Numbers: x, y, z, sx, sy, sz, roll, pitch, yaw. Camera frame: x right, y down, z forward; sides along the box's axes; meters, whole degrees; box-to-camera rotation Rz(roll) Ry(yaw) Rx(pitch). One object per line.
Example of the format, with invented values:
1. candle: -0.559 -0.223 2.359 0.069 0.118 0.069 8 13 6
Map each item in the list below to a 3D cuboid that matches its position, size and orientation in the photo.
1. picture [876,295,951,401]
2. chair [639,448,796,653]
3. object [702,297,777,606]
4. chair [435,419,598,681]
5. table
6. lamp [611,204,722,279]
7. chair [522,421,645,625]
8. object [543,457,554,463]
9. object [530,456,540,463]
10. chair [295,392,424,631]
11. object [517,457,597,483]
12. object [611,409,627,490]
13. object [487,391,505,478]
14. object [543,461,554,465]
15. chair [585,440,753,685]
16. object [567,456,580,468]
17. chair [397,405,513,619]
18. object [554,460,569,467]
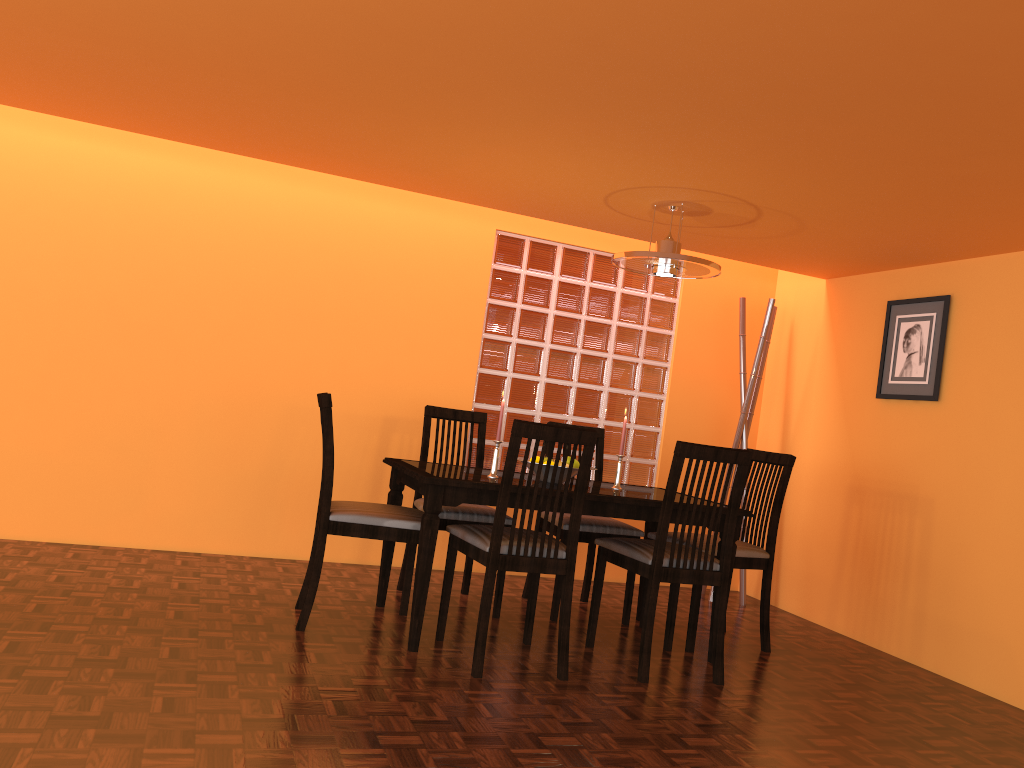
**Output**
1. picture: 1.774 -0.156 3.934 0.014 0.456 0.361 8 -2 -19
2. chair: 0.853 0.658 3.648 0.465 0.809 0.373 8 -2 -24
3. object: 1.201 0.343 4.605 0.226 1.589 0.308 8 -2 3
4. chair: 0.018 0.525 2.963 0.373 0.809 0.465 8 -2 -19
5. table: 0.153 0.669 3.385 1.259 0.584 0.697 8 -2 -19
6. lamp: 0.625 -0.569 3.528 0.435 0.274 0.435 8 -2 3
7. chair: 0.310 0.591 3.875 0.373 0.809 0.465 8 -2 -19
8. object: 0.121 0.319 3.414 0.087 0.076 0.089 8 -2 -13
9. object: 0.092 0.293 3.327 0.055 0.046 0.046 9 -2 -36
10. chair: -0.519 0.459 3.180 0.465 0.809 0.373 8 -2 -14
11. object: 0.154 0.338 3.394 0.337 0.072 0.337 6 -2 37
12. object: 0.432 0.251 3.491 0.044 0.326 0.044 9 -2 -30
13. object: -0.047 0.178 3.236 0.044 0.326 0.044 9 -2 -30
14. object: 0.139 0.311 3.320 0.055 0.046 0.046 7 -2 34
15. chair: 0.558 0.603 3.150 0.373 0.809 0.465 8 -2 -19
16. object: 0.226 0.313 3.421 0.069 0.066 0.069 8 -2 -9
17. chair: -0.230 0.513 3.688 0.373 0.809 0.465 8 -2 -19
18. object: 0.194 0.320 3.347 0.066 0.070 0.055 9 -2 -38
